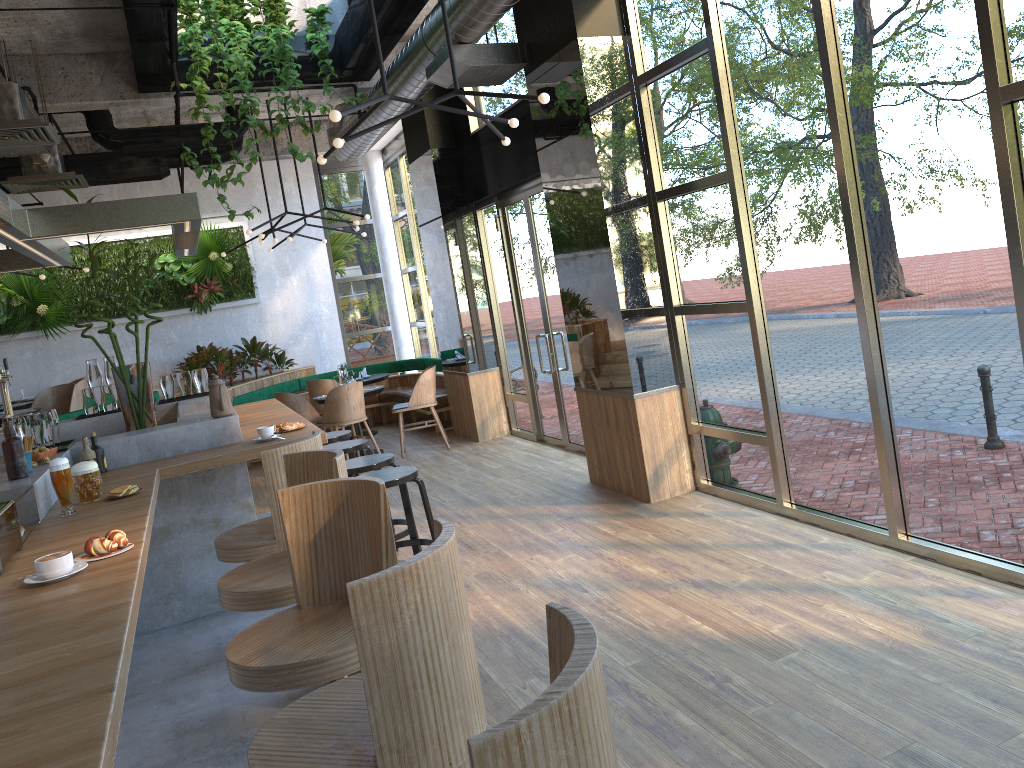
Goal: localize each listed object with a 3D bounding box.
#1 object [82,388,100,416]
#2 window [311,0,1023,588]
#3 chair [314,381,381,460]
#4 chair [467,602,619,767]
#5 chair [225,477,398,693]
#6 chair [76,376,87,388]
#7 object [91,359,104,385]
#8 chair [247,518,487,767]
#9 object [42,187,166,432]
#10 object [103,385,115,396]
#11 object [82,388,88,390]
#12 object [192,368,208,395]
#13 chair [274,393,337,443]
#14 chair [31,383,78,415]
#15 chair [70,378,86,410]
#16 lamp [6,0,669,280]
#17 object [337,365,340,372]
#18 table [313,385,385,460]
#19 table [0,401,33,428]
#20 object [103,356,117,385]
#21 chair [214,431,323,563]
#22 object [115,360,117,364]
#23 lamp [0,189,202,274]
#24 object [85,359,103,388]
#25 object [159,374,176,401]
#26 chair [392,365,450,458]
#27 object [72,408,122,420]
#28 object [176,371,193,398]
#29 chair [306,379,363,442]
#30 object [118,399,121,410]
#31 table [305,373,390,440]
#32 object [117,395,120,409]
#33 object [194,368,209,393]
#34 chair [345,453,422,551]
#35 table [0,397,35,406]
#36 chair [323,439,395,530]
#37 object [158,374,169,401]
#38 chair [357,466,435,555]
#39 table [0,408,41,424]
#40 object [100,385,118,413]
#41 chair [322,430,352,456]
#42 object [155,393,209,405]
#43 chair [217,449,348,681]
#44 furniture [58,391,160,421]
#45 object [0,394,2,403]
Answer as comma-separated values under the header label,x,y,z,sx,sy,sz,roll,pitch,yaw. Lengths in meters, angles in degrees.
label,x,y,z,sx,sy,sz,roll,pitch,yaw
object,-3.137,0.138,6.602,0.111,0.208,0.100,-12,4,-37
window,-0.302,-1.941,3.562,4.309,6.463,19.665,-11,6,-19
chair,-1.774,0.446,9.541,0.525,0.919,0.529,-13,5,-42
chair,-0.059,0.914,1.393,0.561,0.964,0.537,-10,4,-12
chair,-0.598,0.842,2.801,0.547,0.964,0.550,-9,4,2
chair,-5.532,0.396,11.083,0.579,0.919,0.480,-11,4,-22
object,-3.159,-0.083,6.715,0.111,0.208,0.100,-12,4,-37
chair,-0.331,0.875,2.128,0.519,0.964,0.578,-6,5,43
object,-2.267,-0.360,5.117,0.695,1.542,0.569,-10,3,-17
object,-3.070,0.111,6.748,0.111,0.208,0.100,-12,4,-37
object,-3.186,0.134,6.704,0.111,0.208,0.100,-12,4,-37
object,-2.435,-0.011,6.934,0.107,0.208,0.104,-10,3,-7
chair,-2.279,0.494,9.834,0.588,0.919,0.472,-13,5,-42
chair,-4.585,0.488,8.917,0.491,0.919,0.567,-9,4,9
chair,-5.065,0.434,10.080,0.588,0.919,0.472,-13,5,-42
lamp,-1.494,-1.942,2.777,5.293,1.814,18.257,-11,7,-20
object,-2.301,-0.150,12.000,0.103,0.208,0.108,-9,4,13
table,-1.794,0.462,10.140,0.834,0.742,0.769,-11,5,-25
table,-5.638,0.640,9.784,0.834,0.742,0.769,-11,5,-25
object,-3.011,-0.102,6.673,0.111,0.208,0.100,-12,4,-37
chair,-1.116,0.762,4.245,0.526,0.964,0.571,-8,4,25
object,-3.046,-0.105,6.753,0.111,0.208,0.100,-12,4,-37
lamp,-3.487,-1.489,2.911,5.203,2.123,6.479,-12,7,-27
object,-3.117,-0.078,6.615,0.111,0.208,0.100,-12,4,-37
object,-2.647,0.035,6.835,0.110,0.208,0.101,-11,4,-27
chair,-1.041,0.291,9.871,0.566,0.919,0.492,-10,4,-7
object,-3.049,0.212,6.692,0.455,0.018,0.263,-12,7,-23
object,-2.556,0.008,6.942,0.107,0.208,0.104,-10,3,-7
chair,-2.209,0.358,10.935,0.480,0.919,0.580,-8,4,23
object,-2.915,0.092,6.690,0.110,0.208,0.101,-11,4,-27
table,-2.107,0.331,11.765,1.046,0.747,1.159,-5,7,37
object,-2.964,0.090,6.785,0.110,0.208,0.101,-11,4,-27
object,-2.460,-0.018,7.037,0.107,0.208,0.104,-10,3,-7
chair,-0.917,0.843,5.761,0.540,0.693,0.491,-12,5,-31
table,-6.026,0.585,10.829,0.834,0.742,0.769,-11,5,-25
chair,-1.222,0.799,6.584,0.541,0.693,0.491,-12,5,-33
object,-2.692,0.031,6.936,0.110,0.208,0.101,-11,4,-27
chair,-0.699,0.875,5.174,0.538,0.693,0.494,-11,4,-26
table,-4.913,0.707,8.189,1.159,0.747,1.047,-13,6,-36
object,-3.026,0.114,6.653,0.111,0.208,0.100,-12,4,-37
chair,-1.461,0.765,7.229,0.524,0.693,0.508,-10,4,-8
object,-2.535,0.104,6.920,0.455,0.018,0.263,-12,7,-23
chair,-0.869,0.801,3.541,0.524,0.964,0.573,-7,4,29
furniture,-5.740,0.999,8.983,4.566,1.131,2.868,-5,7,32
object,-5.648,0.288,7.324,0.108,0.499,7.333,-10,6,-9
